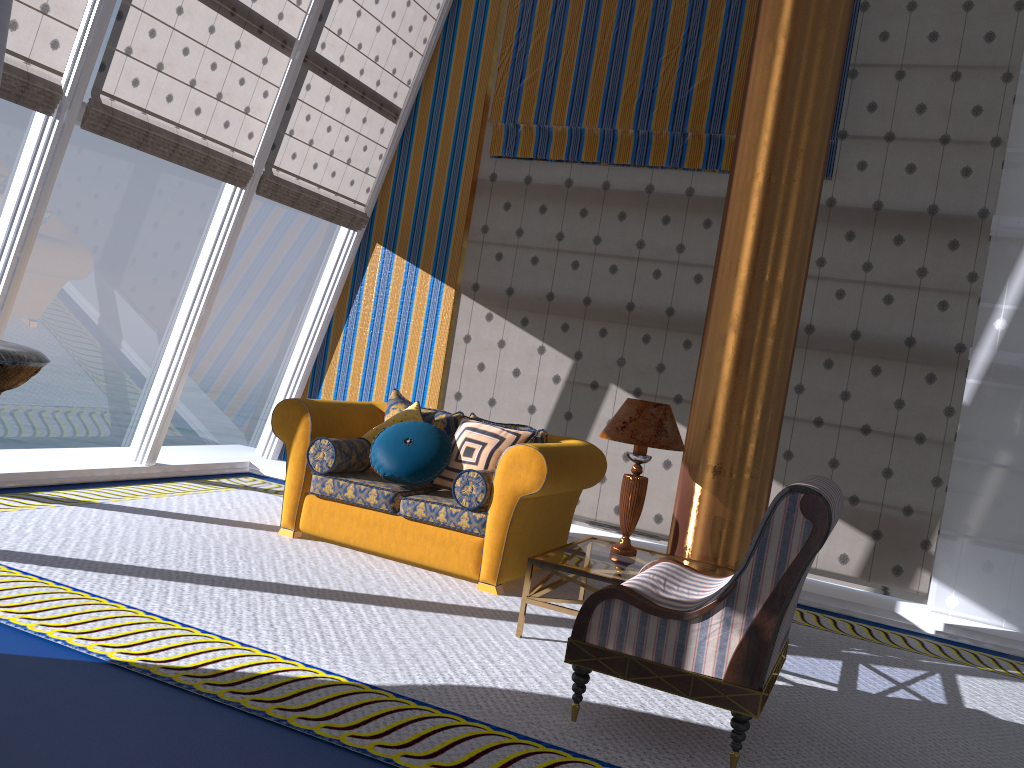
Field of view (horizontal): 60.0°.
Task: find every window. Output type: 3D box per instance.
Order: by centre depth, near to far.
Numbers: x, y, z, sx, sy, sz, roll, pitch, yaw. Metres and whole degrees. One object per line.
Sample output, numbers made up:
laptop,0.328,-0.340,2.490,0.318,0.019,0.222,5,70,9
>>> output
window,-3.963,-2.409,0.609,1.606,5.856,15.587,10,1,23

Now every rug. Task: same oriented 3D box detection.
rug,-0.003,1.145,4.400,6.207,0.011,3.621,10,1,22

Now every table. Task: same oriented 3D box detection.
table,0.662,1.066,4.260,0.967,0.369,0.914,10,1,23

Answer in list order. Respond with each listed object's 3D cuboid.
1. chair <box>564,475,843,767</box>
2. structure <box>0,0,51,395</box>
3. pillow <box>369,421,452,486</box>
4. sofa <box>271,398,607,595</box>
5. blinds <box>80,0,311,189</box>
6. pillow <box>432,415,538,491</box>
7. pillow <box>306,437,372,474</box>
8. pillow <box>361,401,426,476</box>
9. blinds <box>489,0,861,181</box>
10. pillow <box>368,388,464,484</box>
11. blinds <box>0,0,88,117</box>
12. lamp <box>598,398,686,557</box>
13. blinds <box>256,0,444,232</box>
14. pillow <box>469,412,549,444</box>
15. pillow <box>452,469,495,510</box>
chair,0.734,0.776,3.284,0.778,0.967,0.800,10,1,23
structure,-2.205,-0.289,2.281,2.299,2.196,0.773,9,1,13
pillow,-0.593,0.402,5.200,0.463,0.367,0.388,9,1,-17
sofa,-0.477,0.628,5.440,1.832,0.854,1.020,10,1,24
blinds,-1.479,-3.002,5.380,0.867,3.394,1.376,10,1,23
pillow,-0.172,0.447,5.247,0.517,0.456,0.330,10,1,22
pillow,-1.028,0.428,5.335,0.213,0.219,0.381,10,1,27
pillow,-0.656,0.346,5.487,0.605,0.491,0.234,10,1,28
blinds,1.238,-3.091,6.591,2.639,2.990,0.153,10,1,22
pillow,-0.645,0.391,5.651,0.595,0.673,0.358,10,1,30
blinds,-2.083,-3.077,3.948,0.867,3.394,1.376,10,1,23
lamp,0.630,0.474,4.496,0.445,0.783,0.447,9,1,8
blinds,-0.899,-2.929,6.757,0.867,3.394,1.376,10,1,23
pillow,-0.111,0.513,5.437,0.608,0.610,0.343,10,1,27
pillow,-0.146,0.578,4.937,0.213,0.219,0.376,10,1,27
